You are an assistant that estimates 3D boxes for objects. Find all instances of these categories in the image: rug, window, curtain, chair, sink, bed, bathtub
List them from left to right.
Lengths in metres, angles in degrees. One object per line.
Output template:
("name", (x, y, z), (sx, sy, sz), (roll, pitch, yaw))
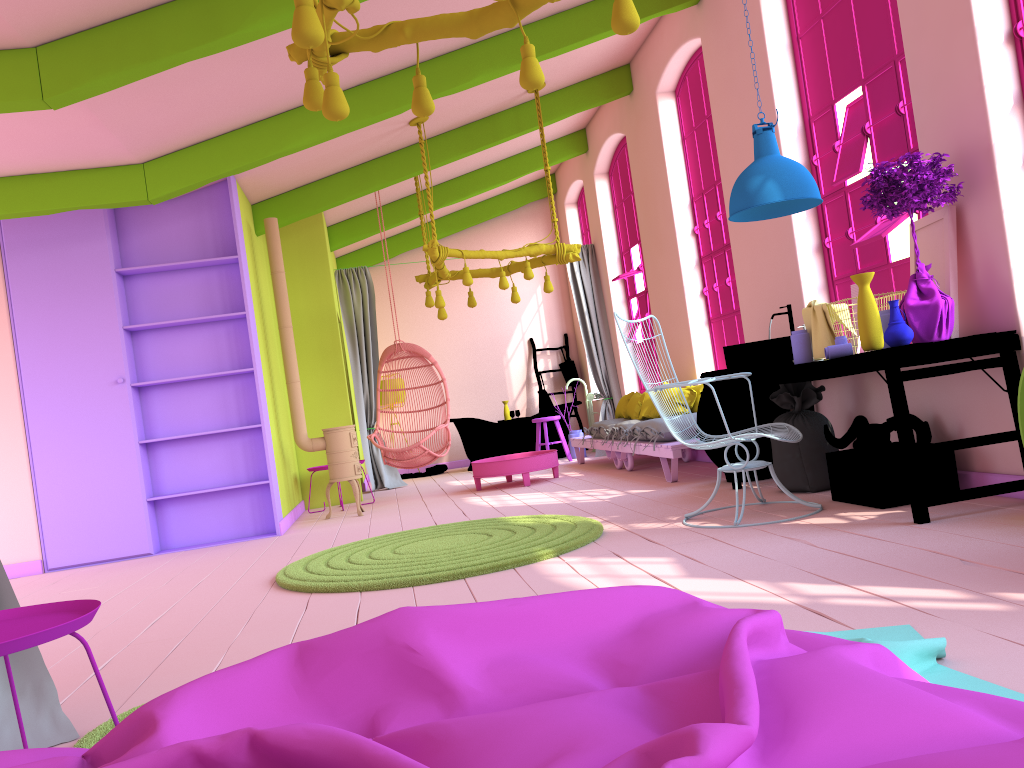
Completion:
("curtain", (-1.797, -0.282, 2.706), (0.518, 2.785, 0.525), (-8, -1, -28))
("rug", (-0.844, 0.975, 2.584), (0.793, 0.021, 0.792), (-9, -1, 19))
("curtain", (-1.781, -0.097, 10.892), (0.518, 2.785, 0.525), (-8, -1, -28))
("chair", (-1.221, -0.670, 9.210), (0.860, 3.129, 0.806), (-8, -1, 11))
("rug", (-0.412, 0.968, 5.219), (1.888, 0.050, 1.890), (-8, -1, -21))
("bed", (-0.003, 0.568, 0.687), (2.801, 0.514, 3.578), (-8, -1, -9))
("bathtub", (0.083, 0.717, 12.192), (1.889, 0.740, 0.826), (-8, -1, -8))
("chair", (0.453, 0.714, 11.127), (0.472, 0.593, 0.447), (-7, -1, -40))
("curtain", (1.107, -0.441, 11.313), (0.518, 2.785, 0.525), (-8, -1, 11))
("window", (1.235, -1.312, 12.276), (0.072, 3.046, 1.275), (-8, -1, -9))
("window", (1.511, -1.388, 10.388), (0.551, 3.009, 1.514), (-8, -1, -9))
("window", (1.861, -1.506, 7.961), (0.072, 3.046, 1.275), (-8, -1, -9))
("chair", (1.184, 0.138, 5.016), (0.925, 1.238, 1.078), (-9, -1, 26))
("sink", (1.629, -0.196, 5.786), (0.340, 0.194, 0.609), (-8, -1, -9))
("window", (2.221, -1.608, 5.528), (0.492, 3.003, 1.498), (-8, -1, -9))
("window", (2.490, -1.701, 3.629), (0.072, 3.046, 1.275), (-8, -1, -9))

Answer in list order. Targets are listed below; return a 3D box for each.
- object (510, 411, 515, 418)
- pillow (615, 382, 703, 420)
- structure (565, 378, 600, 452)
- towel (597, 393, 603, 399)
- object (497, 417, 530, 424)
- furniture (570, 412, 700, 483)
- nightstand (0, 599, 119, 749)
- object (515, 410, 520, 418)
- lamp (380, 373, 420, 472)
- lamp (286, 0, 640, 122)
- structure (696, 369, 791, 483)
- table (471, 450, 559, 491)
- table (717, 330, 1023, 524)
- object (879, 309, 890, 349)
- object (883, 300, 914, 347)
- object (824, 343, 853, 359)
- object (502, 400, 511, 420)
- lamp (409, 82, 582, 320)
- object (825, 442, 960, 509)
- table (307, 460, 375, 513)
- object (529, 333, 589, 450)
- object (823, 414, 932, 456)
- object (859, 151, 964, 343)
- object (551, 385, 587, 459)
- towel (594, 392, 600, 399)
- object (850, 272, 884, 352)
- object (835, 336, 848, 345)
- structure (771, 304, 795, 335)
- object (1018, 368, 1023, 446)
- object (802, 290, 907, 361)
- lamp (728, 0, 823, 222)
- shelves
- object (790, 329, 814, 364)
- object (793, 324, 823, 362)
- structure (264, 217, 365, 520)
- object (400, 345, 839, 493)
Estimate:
("object", (0.009, 0.448, 11.993), (0.069, 0.170, 0.069), (-8, -1, 11))
("pillow", (1.435, 0.196, 9.003), (0.578, 0.399, 1.998), (-8, -1, -9))
("structure", (1.044, 0.428, 12.321), (0.452, 1.061, 0.254), (-9, -1, 35))
("towel", (1.324, 0.140, 12.228), (0.247, 0.102, 0.262), (-8, -1, -18))
("object", (0.021, 0.512, 12.191), (0.360, 0.068, 1.324), (-8, -1, -9))
("furniture", (1.334, 0.575, 8.893), (0.907, 0.507, 3.777), (-8, -1, -9))
("nightstand", (-1.249, 0.800, 2.059), (0.596, 0.458, 0.595), (-9, -1, 29))
("object", (0.083, 0.442, 12.169), (0.069, 0.170, 0.069), (-8, -1, 11))
("lamp", (-1.691, 0.594, 12.574), (0.491, 1.466, 0.476), (-8, -1, 22))
("lamp", (-0.438, -2.147, 3.374), (1.609, 2.264, 1.777), (-8, -1, -27))
("structure", (1.741, 0.295, 6.656), (0.717, 0.844, 0.718), (-7, -1, -41))
("table", (0.042, 0.873, 8.985), (0.886, 0.285, 0.885), (-9, -1, 17))
("table", (1.958, 0.237, 5.163), (0.655, 0.820, 2.193), (-8, -1, -9))
("object", (1.921, -0.278, 4.498), (0.109, 0.197, 0.109), (-9, -1, 29))
("object", (1.827, -0.288, 4.213), (0.132, 0.219, 0.132), (-8, -1, 8))
("object", (1.788, -0.177, 4.857), (0.137, 0.076, 0.076), (-8, -1, 12))
("object", (-0.071, 0.390, 12.150), (0.097, 0.321, 0.097), (-8, -1, 3))
("lamp", (-0.479, -1.807, 8.962), (1.609, 2.264, 1.777), (-8, -1, -27))
("object", (2.065, 0.489, 4.845), (0.446, 0.277, 0.522), (-8, -1, -9))
("table", (-1.769, 1.045, 9.074), (0.596, 0.458, 0.595), (-9, -1, 29))
("object", (0.683, 0.145, 13.039), (0.603, 1.764, 0.410), (-8, -1, -8))
("object", (2.063, 0.398, 4.994), (0.300, 0.448, 0.672), (-8, -1, -33))
("object", (1.999, -0.671, 4.397), (0.503, 0.950, 0.441), (-9, -1, 42))
("object", (0.767, 0.476, 11.527), (0.452, 0.987, 0.277), (-9, -1, 36))
("towel", (1.286, 0.152, 12.493), (0.262, 0.102, 0.247), (-8, -1, -8))
("object", (1.769, -0.356, 4.408), (0.116, 0.383, 0.116), (-8, -1, -35))
("object", (1.835, -0.206, 4.932), (0.065, 0.118, 0.065), (-9, -1, 40))
("structure", (1.793, -0.318, 5.839), (0.166, 0.396, 0.087), (-8, -1, 1))
("object", (2.400, 0.185, 3.744), (0.218, 0.733, 0.451), (-8, -1, -9))
("object", (1.956, -0.340, 5.157), (0.444, 0.369, 0.633), (-8, -1, -8))
("lamp", (1.374, -1.987, 5.121), (0.529, 2.002, 0.528), (-8, -1, 23))
("shelves", (-3.048, -0.136, 7.331), (1.841, 3.104, 0.385), (-8, -1, -8))
("object", (1.731, -0.222, 5.300), (0.109, 0.197, 0.109), (-8, -1, -16))
("object", (1.863, -0.258, 5.586), (0.165, 0.250, 0.410), (-9, -1, 27))
("structure", (-1.792, -0.159, 8.262), (0.577, 2.814, 0.403), (-8, -1, 9))
("object", (0.148, 0.213, 9.203), (2.826, 1.580, 7.868), (-8, -1, -8))
